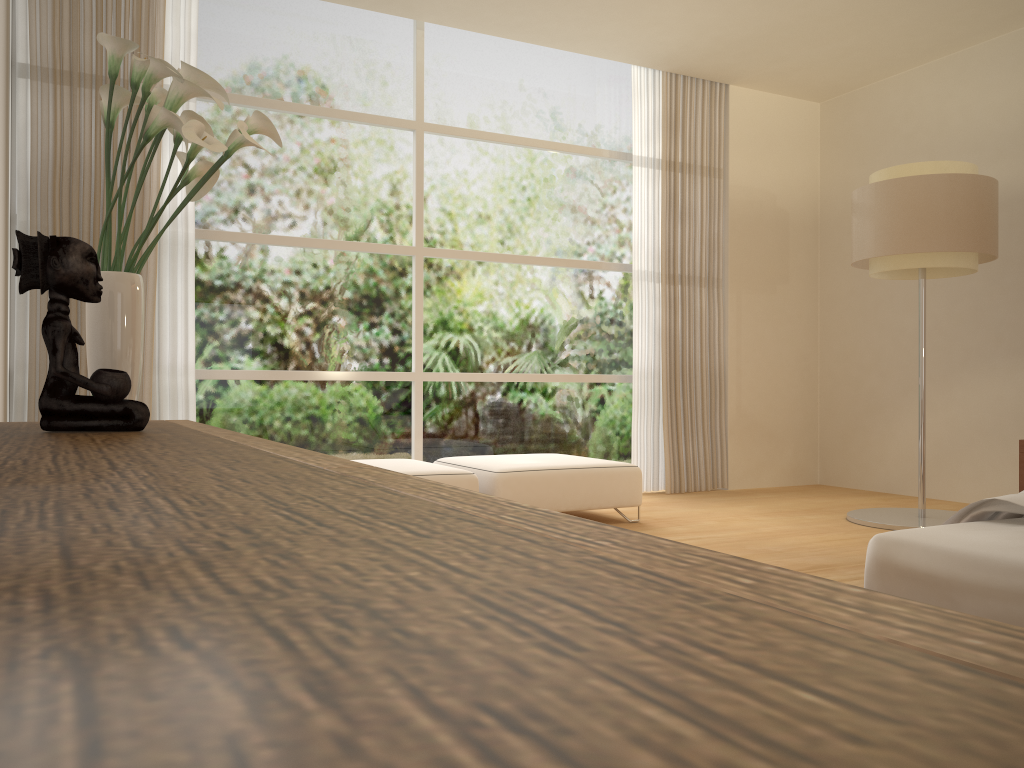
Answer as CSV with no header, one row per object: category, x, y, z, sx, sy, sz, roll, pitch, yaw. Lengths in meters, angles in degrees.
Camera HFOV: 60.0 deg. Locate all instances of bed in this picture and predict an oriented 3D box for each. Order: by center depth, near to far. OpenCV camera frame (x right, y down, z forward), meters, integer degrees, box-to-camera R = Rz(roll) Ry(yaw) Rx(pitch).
bed,2.265,0.496,1.598,2.535,0.570,2.599,0,0,-27

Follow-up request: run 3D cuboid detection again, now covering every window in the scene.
window,-0.639,-0.892,5.983,4.781,3.371,0.071,0,0,-27

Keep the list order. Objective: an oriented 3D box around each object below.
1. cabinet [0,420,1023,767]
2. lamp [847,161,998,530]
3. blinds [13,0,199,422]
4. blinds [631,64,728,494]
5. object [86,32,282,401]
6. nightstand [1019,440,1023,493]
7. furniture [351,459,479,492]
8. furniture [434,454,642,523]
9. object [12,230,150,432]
cabinet,-0.441,0.437,1.024,0.588,0.662,3.713,0,0,-27
lamp,2.371,-0.210,5.120,0.817,2.018,0.817,0,0,16
blinds,-2.214,-0.894,4.884,0.950,3.352,0.211,0,0,-29
blinds,1.263,-0.873,6.613,0.814,3.351,0.202,0,0,-28
object,-0.995,-0.433,2.593,0.608,1.085,0.515,0,0,21
nightstand,3.501,0.519,2.294,0.493,0.539,4.220,0,0,-27
furniture,-0.796,0.612,4.808,0.965,0.346,0.964,0,0,-27
furniture,0.125,0.618,5.282,0.965,0.346,0.964,0,0,-27
object,-0.987,-0.117,2.041,0.282,0.453,0.181,0,0,-27
